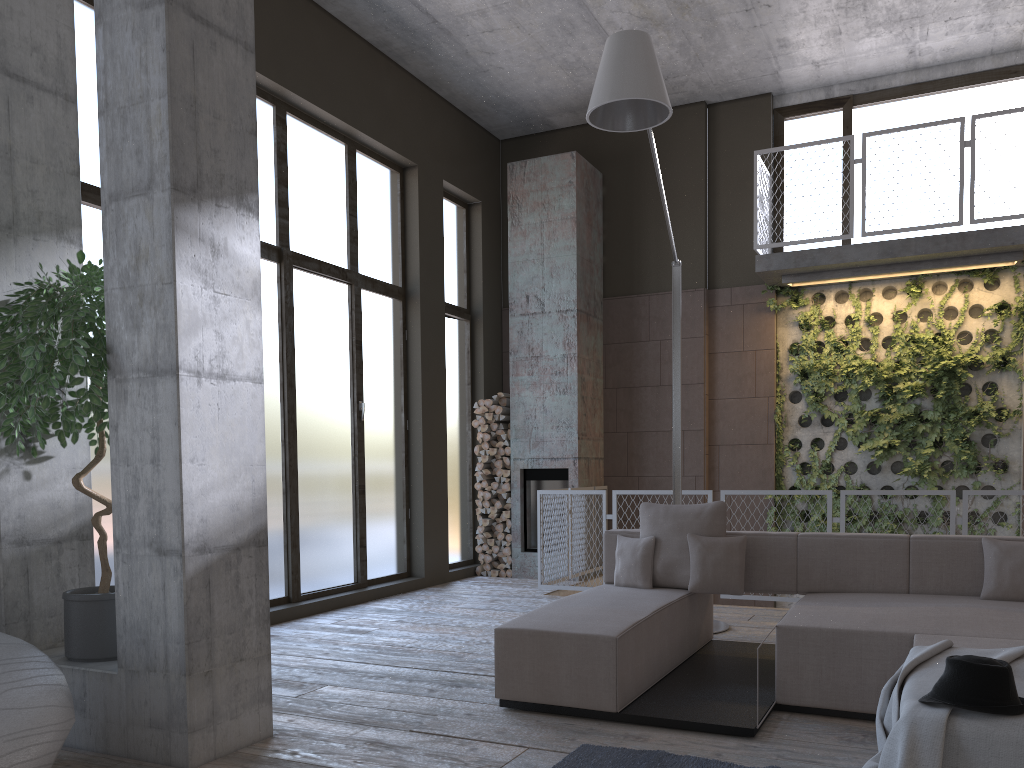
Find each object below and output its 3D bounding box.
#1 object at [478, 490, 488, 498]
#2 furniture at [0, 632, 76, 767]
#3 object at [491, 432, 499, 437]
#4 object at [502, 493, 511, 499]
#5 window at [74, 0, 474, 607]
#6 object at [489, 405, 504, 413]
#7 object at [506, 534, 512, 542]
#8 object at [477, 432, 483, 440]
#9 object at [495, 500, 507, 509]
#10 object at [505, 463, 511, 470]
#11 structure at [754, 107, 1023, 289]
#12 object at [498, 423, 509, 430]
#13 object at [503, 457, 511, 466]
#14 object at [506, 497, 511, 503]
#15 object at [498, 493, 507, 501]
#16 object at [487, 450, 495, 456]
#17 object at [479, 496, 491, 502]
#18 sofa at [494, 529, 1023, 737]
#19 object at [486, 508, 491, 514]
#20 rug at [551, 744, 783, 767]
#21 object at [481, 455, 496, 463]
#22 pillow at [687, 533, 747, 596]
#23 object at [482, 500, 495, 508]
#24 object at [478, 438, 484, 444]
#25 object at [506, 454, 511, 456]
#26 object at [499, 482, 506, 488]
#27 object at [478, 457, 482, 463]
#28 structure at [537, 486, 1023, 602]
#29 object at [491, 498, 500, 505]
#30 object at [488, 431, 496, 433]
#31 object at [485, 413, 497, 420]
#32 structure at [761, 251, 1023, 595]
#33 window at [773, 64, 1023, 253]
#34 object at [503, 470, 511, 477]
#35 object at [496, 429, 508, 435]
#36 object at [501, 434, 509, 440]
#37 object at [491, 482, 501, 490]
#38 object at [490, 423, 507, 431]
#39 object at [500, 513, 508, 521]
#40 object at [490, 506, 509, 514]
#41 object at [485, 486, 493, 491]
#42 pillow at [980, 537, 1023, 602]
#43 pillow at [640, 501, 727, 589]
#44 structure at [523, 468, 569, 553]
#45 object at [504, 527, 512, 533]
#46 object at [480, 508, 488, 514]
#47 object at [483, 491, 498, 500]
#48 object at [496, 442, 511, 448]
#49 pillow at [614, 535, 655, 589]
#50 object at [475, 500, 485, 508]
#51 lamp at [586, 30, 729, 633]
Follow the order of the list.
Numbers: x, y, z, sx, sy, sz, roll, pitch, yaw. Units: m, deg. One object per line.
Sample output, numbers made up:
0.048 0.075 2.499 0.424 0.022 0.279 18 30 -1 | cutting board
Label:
-0.281 1.264 10.084 0.101 0.103 0.293 -1 -4 27 | object
-2.402 1.282 2.822 1.793 0.812 1.633 1 -4 -27 | furniture
-0.139 0.569 9.988 0.064 0.074 0.360 -1 -5 24 | object
-0.004 1.276 9.974 0.067 0.085 0.425 -1 -5 23 | object
-2.433 -0.356 6.056 0.209 4.168 9.217 1 -3 24 | window
-0.136 0.290 9.911 0.104 0.084 0.363 -2 -5 25 | object
0.061 1.738 9.988 0.091 0.092 0.438 -1 -5 25 | object
-0.289 0.604 10.049 0.101 0.103 0.293 -1 -4 27 | object
-0.053 1.365 9.984 0.091 0.089 0.456 -1 -5 27 | object
0.023 0.931 9.981 0.101 0.086 0.363 -2 -5 25 | object
3.868 -0.207 7.460 3.686 4.328 3.030 -1 0 26 | structure
-0.034 0.486 9.959 0.067 0.071 0.423 -1 -5 25 | object
0.012 0.877 9.907 0.088 0.108 0.365 -1 -4 25 | object
0.047 1.305 9.951 0.067 0.085 0.425 -1 -5 23 | object
-0.054 1.296 10.077 0.104 0.102 0.292 -1 -4 25 | object
-0.133 0.780 9.988 0.115 0.079 0.436 -2 -5 25 | object
-0.301 1.305 10.003 0.045 0.073 0.251 0 -4 25 | object
1.445 1.191 4.172 3.001 0.786 3.015 -3 -6 26 | sofa
-0.170 1.449 10.068 0.067 0.067 0.423 -1 -5 25 | object
0.201 1.412 2.248 1.163 0.049 2.922 -3 -6 26 | rug
-0.202 0.855 10.000 0.093 0.083 0.480 -1 -5 25 | object
1.246 1.093 5.315 0.376 0.374 0.168 -1 2 -1 | pillow
-0.202 1.372 10.086 0.092 0.093 0.438 -1 -5 25 | object
-0.308 0.645 9.968 0.045 0.073 0.251 0 -4 25 | object
0.033 0.762 9.904 0.101 0.103 0.293 -1 -4 27 | object
-0.027 1.146 9.994 0.067 0.071 0.423 -1 -5 25 | object
-0.270 0.869 10.035 0.067 0.067 0.423 -1 -5 25 | object
2.651 1.439 8.230 4.432 0.936 1.929 -3 -5 26 | structure
-0.121 1.354 10.074 0.101 0.086 0.363 -2 -5 25 | object
-0.205 0.531 9.989 0.089 0.057 0.333 -2 -5 25 | object
-0.154 0.382 9.963 0.094 0.083 0.480 -1 -5 25 | object
3.829 0.490 8.753 2.628 3.834 1.000 -1 2 26 | structure
4.415 -2.126 8.618 3.570 1.756 0.109 -3 2 26 | window
0.040 1.012 9.939 0.093 0.083 0.480 -1 -5 25 | object
-0.049 0.550 9.940 0.122 0.068 0.364 -2 -5 27 | object
-0.011 0.616 9.939 0.067 0.085 0.425 -1 -5 23 | object
-0.102 1.157 9.998 0.091 0.089 0.456 -1 -5 24 | object
-0.110 0.497 9.963 0.091 0.089 0.456 -1 -5 24 | object
0.001 1.506 10.008 0.091 0.089 0.456 -1 -5 25 | object
-0.103 1.435 10.033 0.093 0.083 0.480 -1 -5 25 | object
-0.198 1.191 10.024 0.089 0.057 0.333 -2 -5 25 | object
2.735 1.013 4.730 0.371 0.360 0.186 -1 1 25 | pillow
1.057 1.012 5.515 0.564 0.559 0.220 -1 1 28 | pillow
0.402 1.393 9.659 0.576 0.931 0.056 0 3 26 | structure
0.031 1.643 9.986 0.071 0.072 0.423 -1 -5 25 | object
-0.243 1.452 10.103 0.067 0.067 0.423 -1 -5 25 | object
-0.215 1.265 10.003 0.098 0.107 0.294 -1 -4 27 | object
-0.041 0.700 9.986 0.115 0.079 0.436 -2 -5 25 | object
0.780 1.153 5.622 0.151 0.377 0.369 -2 0 -31 | pillow
-0.302 1.379 10.087 0.088 0.108 0.365 -1 -4 25 | object
1.025 0.033 5.658 0.756 3.433 2.624 0 0 13 | lamp
